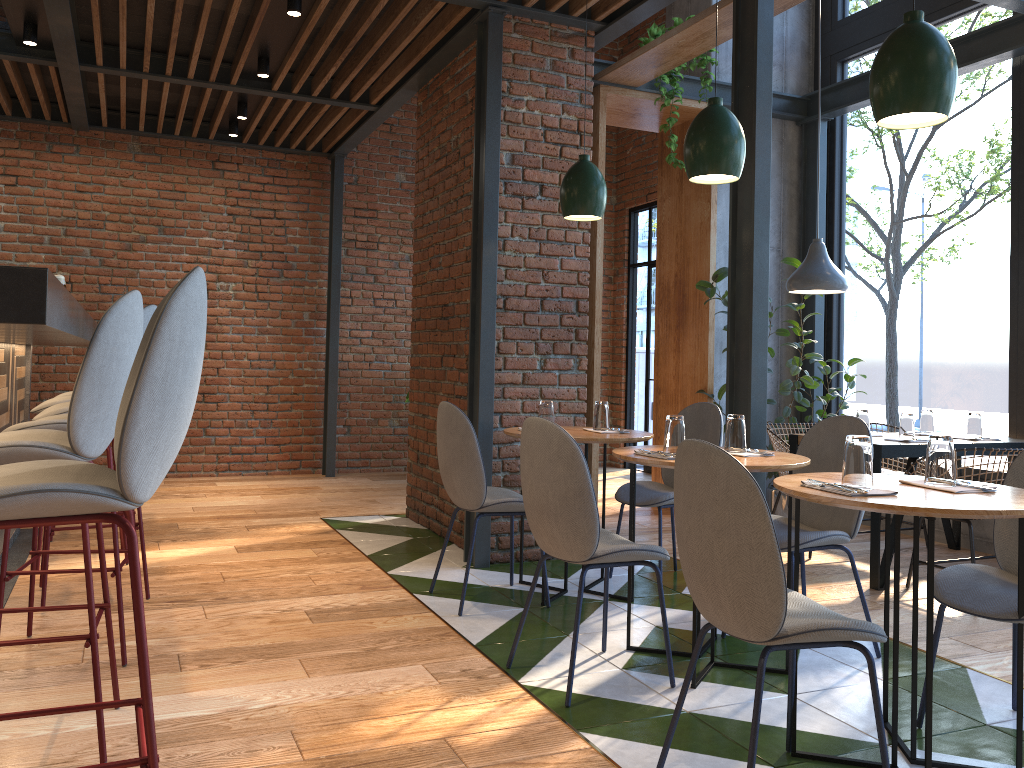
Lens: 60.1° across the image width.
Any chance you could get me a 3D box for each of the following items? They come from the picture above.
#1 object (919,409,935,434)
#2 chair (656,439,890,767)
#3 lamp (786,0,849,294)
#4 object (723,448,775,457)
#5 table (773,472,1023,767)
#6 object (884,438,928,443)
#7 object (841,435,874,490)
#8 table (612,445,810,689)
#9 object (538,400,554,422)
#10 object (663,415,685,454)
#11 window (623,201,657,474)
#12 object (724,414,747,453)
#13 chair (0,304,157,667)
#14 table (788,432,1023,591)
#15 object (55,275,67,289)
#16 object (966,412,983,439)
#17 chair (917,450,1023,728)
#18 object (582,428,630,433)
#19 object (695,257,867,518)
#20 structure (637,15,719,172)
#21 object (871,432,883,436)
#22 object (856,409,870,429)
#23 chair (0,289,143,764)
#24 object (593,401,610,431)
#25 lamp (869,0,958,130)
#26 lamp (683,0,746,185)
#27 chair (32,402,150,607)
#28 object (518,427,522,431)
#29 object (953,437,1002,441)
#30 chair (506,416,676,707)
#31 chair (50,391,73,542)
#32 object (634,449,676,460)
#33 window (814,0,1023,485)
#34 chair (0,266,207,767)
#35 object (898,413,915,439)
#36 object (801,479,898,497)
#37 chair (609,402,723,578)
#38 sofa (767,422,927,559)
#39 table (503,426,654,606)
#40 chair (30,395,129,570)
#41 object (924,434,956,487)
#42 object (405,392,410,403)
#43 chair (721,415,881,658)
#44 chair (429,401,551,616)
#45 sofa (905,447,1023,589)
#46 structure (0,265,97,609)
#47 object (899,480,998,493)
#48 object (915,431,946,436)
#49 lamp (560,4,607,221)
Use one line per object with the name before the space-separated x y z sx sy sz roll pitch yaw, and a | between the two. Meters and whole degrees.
object | 2.382 0.216 5.086 0.080 0.138 0.080 1 -1 40
chair | 0.659 0.582 2.223 0.507 0.888 0.418 2 -1 -18
lamp | 1.853 -2.788 5.282 0.352 4.495 0.352 2 -1 -19
object | 0.848 0.248 3.257 0.157 0.019 0.243 1 2 -27
table | 1.064 0.657 2.395 0.699 0.748 0.699 1 0 -13
object | 2.048 0.287 4.584 0.242 0.019 0.157 1 2 -27
object | 0.913 0.206 2.338 0.080 0.138 0.080 1 -1 34
table | 0.707 0.629 3.211 0.699 0.748 0.699 1 0 19
object | 0.158 0.146 4.075 0.080 0.138 0.080 1 -1 13
object | 0.573 0.179 3.117 0.080 0.138 0.080 1 -1 16
window | 1.657 -0.445 8.233 0.097 2.703 2.136 2 -1 -24
object | 0.823 0.181 3.259 0.080 0.138 0.080 2 -1 -14
chair | -1.546 0.328 3.155 0.507 1.244 0.418 2 -1 -13
table | 2.238 0.647 4.850 1.271 0.707 0.658 1 0 -24
object | -1.782 -0.337 3.466 0.070 0.183 0.070 1 -1 -3
object | 2.523 0.226 4.834 0.080 0.138 0.080 2 -1 -41
chair | 1.488 0.594 2.551 0.507 0.888 0.418 2 -1 -23
object | 0.448 0.216 4.182 0.157 0.019 0.243 1 1 -20
object | 1.816 0.069 6.110 1.018 1.775 1.062 1 -1 35
structure | 1.087 -1.888 5.761 0.513 0.970 0.664 2 -1 -32
object | 1.936 0.276 4.915 0.242 0.019 0.157 1 1 -20
object | 1.935 0.210 4.890 0.080 0.138 0.080 1 -1 -7
chair | -1.297 0.352 2.411 0.507 1.244 0.418 2 -1 -18
object | 0.423 0.150 4.187 0.080 0.138 0.080 2 -1 -37
lamp | 1.122 -1.731 2.454 0.223 2.024 0.223 2 -1 -20
lamp | 0.764 -1.760 3.270 0.223 2.024 0.223 2 -1 -20
chair | -1.815 0.294 3.871 0.507 1.244 0.418 2 -1 -28
object | 0.127 0.211 4.085 0.157 0.019 0.243 1 1 -20
object | 2.512 0.293 4.802 0.242 0.019 0.157 1 1 -24
chair | 0.275 0.553 3.027 0.507 0.888 0.418 2 -1 -28
chair | -2.471 0.256 5.219 0.507 1.244 0.418 2 -1 -24
object | 0.541 0.244 3.123 0.157 0.019 0.243 1 2 -27
window | 4.097 -2.106 2.766 0.127 5.604 8.722 2 0 -24
chair | -0.869 0.379 1.695 0.507 1.244 0.418 2 -1 -24
object | 2.058 0.220 4.616 0.080 0.138 0.080 1 -1 26
object | 0.882 0.271 2.349 0.157 0.019 0.243 1 1 -19
chair | 0.769 0.533 4.343 0.507 0.888 0.418 2 -1 -28
sofa | 2.009 0.616 5.374 1.091 0.733 0.470 1 0 -24
table | 0.300 0.597 4.140 0.699 0.748 0.699 1 0 23
chair | -2.189 0.279 4.542 0.507 1.244 0.418 2 -1 -26
object | 1.181 0.210 2.443 0.080 0.138 0.080 1 -1 44
object | -0.607 0.252 8.237 0.714 1.197 0.633 1 -1 27
chair | 1.101 0.564 3.384 0.507 0.888 0.418 2 -1 -23
chair | -0.091 0.522 3.974 0.507 0.888 0.418 2 -1 -23
sofa | 2.462 0.652 4.340 1.091 0.733 0.470 1 0 -24
structure | -2.978 0.223 2.895 2.915 1.397 4.921 1 1 -24
object | 1.205 0.277 2.437 0.157 0.019 0.243 1 1 -19
object | 2.378 0.282 5.109 0.242 0.019 0.157 1 1 -23
lamp | 0.358 -1.792 4.197 0.223 2.024 0.223 2 -1 -20
